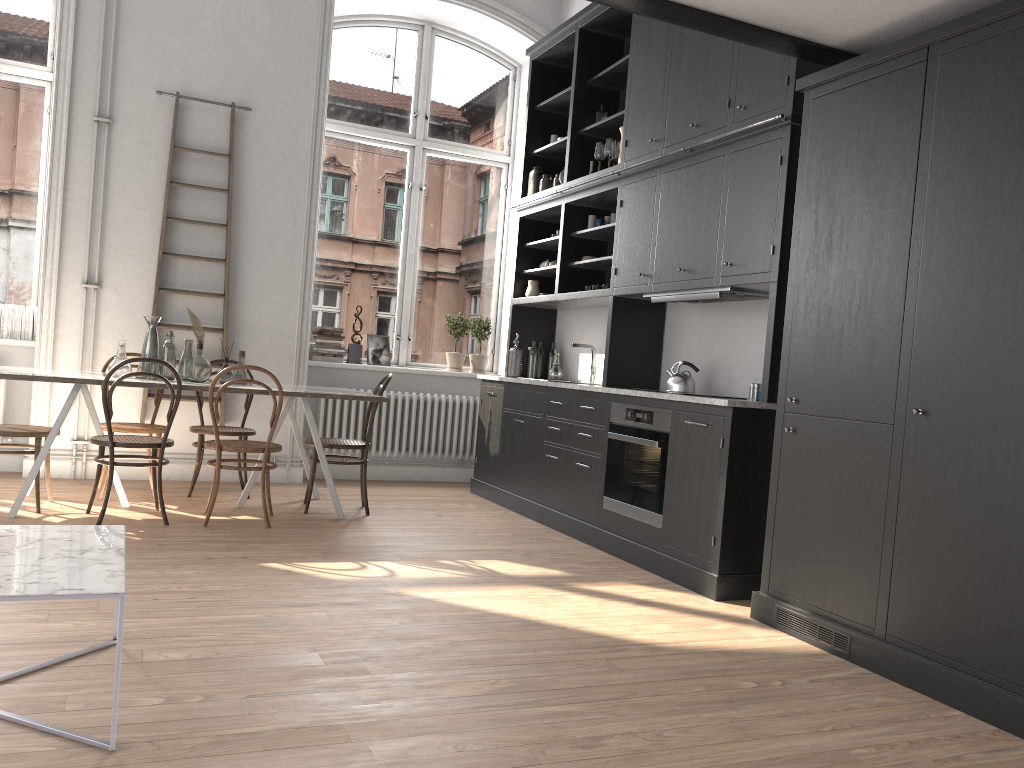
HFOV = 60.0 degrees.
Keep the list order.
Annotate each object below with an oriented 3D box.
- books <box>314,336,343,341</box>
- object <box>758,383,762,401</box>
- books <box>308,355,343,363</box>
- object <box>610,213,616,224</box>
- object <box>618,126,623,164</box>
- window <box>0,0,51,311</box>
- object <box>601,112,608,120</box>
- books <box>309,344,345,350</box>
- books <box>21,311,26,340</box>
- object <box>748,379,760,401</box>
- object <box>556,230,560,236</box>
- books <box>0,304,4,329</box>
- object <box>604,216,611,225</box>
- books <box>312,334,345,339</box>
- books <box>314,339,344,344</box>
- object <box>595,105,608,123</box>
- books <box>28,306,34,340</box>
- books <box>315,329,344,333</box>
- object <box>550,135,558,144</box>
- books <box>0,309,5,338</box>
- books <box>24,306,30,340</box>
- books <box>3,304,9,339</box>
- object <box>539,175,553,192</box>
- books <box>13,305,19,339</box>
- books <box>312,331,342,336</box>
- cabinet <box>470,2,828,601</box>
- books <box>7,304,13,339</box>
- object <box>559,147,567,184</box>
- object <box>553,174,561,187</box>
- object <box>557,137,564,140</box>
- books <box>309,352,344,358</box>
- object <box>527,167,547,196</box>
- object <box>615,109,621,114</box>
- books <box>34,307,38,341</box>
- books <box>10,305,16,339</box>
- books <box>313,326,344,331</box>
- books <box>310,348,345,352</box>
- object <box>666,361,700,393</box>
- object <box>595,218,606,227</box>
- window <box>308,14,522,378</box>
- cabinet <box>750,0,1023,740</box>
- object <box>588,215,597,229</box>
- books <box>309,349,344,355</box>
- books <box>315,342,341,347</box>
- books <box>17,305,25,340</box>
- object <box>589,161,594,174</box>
[{"bbox_3d":[-1.502,-0.370,7.261,0.205,0.022,0.155,4,1,-29],"label":"books"},{"bbox_3d":[1.333,0.045,4.664,0.140,0.093,0.082,4,1,-34],"label":"object"},{"bbox_3d":[-1.525,-0.205,7.249,0.248,0.043,0.192,4,1,-24],"label":"books"},{"bbox_3d":[0.729,-1.128,6.238,0.059,0.135,0.082,3,2,-41],"label":"object"},{"bbox_3d":[0.738,-1.543,5.794,0.094,0.267,0.116,5,1,18],"label":"object"},{"bbox_3d":[-4.187,-1.842,6.188,1.623,2.843,0.013,4,2,-24],"label":"window"},{"bbox_3d":[0.664,-1.862,6.282,0.053,0.125,0.041,5,2,33],"label":"object"},{"bbox_3d":[-1.514,-0.301,7.265,0.245,0.028,0.193,4,1,-29],"label":"books"},{"bbox_3d":[-3.515,-0.422,6.390,0.020,0.205,0.155,4,1,-24],"label":"books"},{"bbox_3d":[1.308,0.030,4.777,0.040,0.116,0.080,4,1,-19],"label":"object"},{"bbox_3d":[0.368,-1.131,6.762,0.064,0.069,0.064,5,1,24],"label":"object"},{"bbox_3d":[-3.663,-0.452,6.345,0.024,0.243,0.175,4,1,-24],"label":"books"},{"bbox_3d":[0.679,-1.134,6.368,0.082,0.135,0.059,5,1,4],"label":"object"},{"bbox_3d":[-1.505,-0.391,7.259,0.244,0.019,0.174,4,1,-24],"label":"books"},{"bbox_3d":[-1.503,-0.348,7.268,0.222,0.024,0.158,4,1,-24],"label":"books"},{"bbox_3d":[0.641,-1.904,6.366,0.084,0.199,0.065,5,1,-2],"label":"object"},{"bbox_3d":[-3.470,-0.437,6.409,0.024,0.243,0.175,4,1,-24],"label":"books"},{"bbox_3d":[-1.497,-0.433,7.260,0.205,0.020,0.155,4,1,-24],"label":"books"},{"bbox_3d":[0.335,-1.908,7.068,0.059,0.135,0.082,5,1,4],"label":"object"},{"bbox_3d":[-3.632,-0.430,6.337,0.020,0.205,0.155,4,1,-24],"label":"books"},{"bbox_3d":[-3.501,-0.440,6.417,0.024,0.243,0.175,4,1,-24],"label":"books"},{"bbox_3d":[-3.607,-0.447,6.336,0.024,0.243,0.175,4,1,-24],"label":"books"},{"bbox_3d":[0.272,-1.543,6.905,0.114,0.155,0.114,4,1,-20],"label":"object"},{"bbox_3d":[-3.561,-0.444,6.390,0.024,0.243,0.175,4,1,-24],"label":"books"},{"bbox_3d":[-1.511,-0.412,7.255,0.231,0.023,0.162,4,1,-8],"label":"books"},{"bbox_3d":[0.723,-0.818,5.722,0.635,3.584,3.249,4,1,-24],"label":"cabinet"},{"bbox_3d":[-3.590,-0.446,6.354,0.019,0.244,0.174,4,1,-24],"label":"books"},{"bbox_3d":[0.421,-1.626,6.510,0.134,0.358,0.134,5,1,21],"label":"object"},{"bbox_3d":[0.362,-1.531,6.834,0.096,0.150,0.096,4,2,-35],"label":"object"},{"bbox_3d":[0.398,-1.882,6.980,0.096,0.095,0.096,5,1,10],"label":"object"},{"bbox_3d":[-1.520,-0.237,7.248,0.250,0.023,0.175,4,1,-28],"label":"books"},{"bbox_3d":[0.200,-1.592,7.026,0.118,0.238,0.118,4,2,-38],"label":"object"},{"bbox_3d":[0.766,-1.882,6.356,0.065,0.177,0.084,5,1,-2],"label":"object"},{"bbox_3d":[-3.440,-0.435,6.420,0.040,0.244,0.174,4,1,-24],"label":"books"},{"bbox_3d":[-3.579,-0.446,6.377,0.019,0.244,0.174,4,1,-24],"label":"books"},{"bbox_3d":[-1.504,-0.455,7.266,0.201,0.024,0.159,4,1,-34],"label":"books"},{"bbox_3d":[-1.514,-0.279,7.265,0.255,0.014,0.192,4,1,-21],"label":"books"},{"bbox_3d":[0.998,-0.044,5.216,0.171,0.186,0.171,4,1,-13],"label":"object"},{"bbox_3d":[0.621,-1.115,6.275,0.082,0.093,0.140,5,1,31],"label":"object"},{"bbox_3d":[4.039,-5.657,12.838,14.388,15.938,26.387,4,1,-24],"label":"window"},{"bbox_3d":[1.709,-0.093,3.379,0.634,2.372,1.400,4,1,-24],"label":"cabinet"},{"bbox_3d":[0.581,-1.141,6.383,0.059,0.135,0.082,5,2,34],"label":"object"},{"bbox_3d":[-1.518,-0.260,7.247,0.249,0.023,0.175,4,1,-23],"label":"books"},{"bbox_3d":[-1.506,-0.325,7.262,0.205,0.022,0.155,4,1,-10],"label":"books"},{"bbox_3d":[-3.533,-0.442,6.379,0.019,0.244,0.174,4,1,-24],"label":"books"},{"bbox_3d":[0.565,-1.513,6.320,0.123,0.161,0.123,4,1,-15],"label":"object"}]
